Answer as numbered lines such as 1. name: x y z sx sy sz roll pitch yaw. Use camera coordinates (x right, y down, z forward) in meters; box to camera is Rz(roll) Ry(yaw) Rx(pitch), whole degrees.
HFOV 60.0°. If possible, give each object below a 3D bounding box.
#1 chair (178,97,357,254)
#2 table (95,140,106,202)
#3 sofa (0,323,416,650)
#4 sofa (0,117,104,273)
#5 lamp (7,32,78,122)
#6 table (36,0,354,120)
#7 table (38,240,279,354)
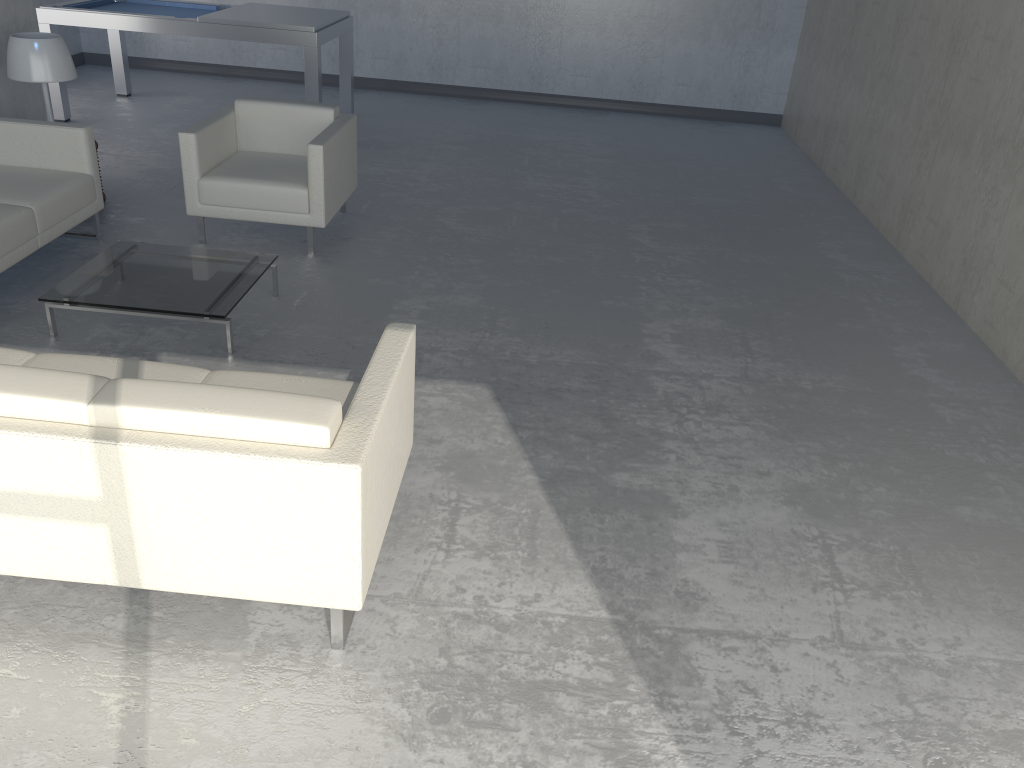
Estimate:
1. chair: -1.328 -1.199 4.982 0.748 0.662 0.821 6 28 1
2. table: -2.632 -1.228 5.159 0.452 0.358 0.452 -7 30 -21
3. sofa: -1.274 0.136 2.523 1.881 0.658 0.821 6 28 1
4. sofa: -2.615 -0.692 3.844 0.821 0.658 1.881 6 28 1
5. lamp: -2.598 -1.631 4.939 0.347 0.582 0.347 -11 32 -26
6. table: -2.448 -2.591 7.160 2.095 0.835 1.180 6 28 1
7. table: -1.529 -0.399 3.968 0.773 0.190 0.730 6 28 1
